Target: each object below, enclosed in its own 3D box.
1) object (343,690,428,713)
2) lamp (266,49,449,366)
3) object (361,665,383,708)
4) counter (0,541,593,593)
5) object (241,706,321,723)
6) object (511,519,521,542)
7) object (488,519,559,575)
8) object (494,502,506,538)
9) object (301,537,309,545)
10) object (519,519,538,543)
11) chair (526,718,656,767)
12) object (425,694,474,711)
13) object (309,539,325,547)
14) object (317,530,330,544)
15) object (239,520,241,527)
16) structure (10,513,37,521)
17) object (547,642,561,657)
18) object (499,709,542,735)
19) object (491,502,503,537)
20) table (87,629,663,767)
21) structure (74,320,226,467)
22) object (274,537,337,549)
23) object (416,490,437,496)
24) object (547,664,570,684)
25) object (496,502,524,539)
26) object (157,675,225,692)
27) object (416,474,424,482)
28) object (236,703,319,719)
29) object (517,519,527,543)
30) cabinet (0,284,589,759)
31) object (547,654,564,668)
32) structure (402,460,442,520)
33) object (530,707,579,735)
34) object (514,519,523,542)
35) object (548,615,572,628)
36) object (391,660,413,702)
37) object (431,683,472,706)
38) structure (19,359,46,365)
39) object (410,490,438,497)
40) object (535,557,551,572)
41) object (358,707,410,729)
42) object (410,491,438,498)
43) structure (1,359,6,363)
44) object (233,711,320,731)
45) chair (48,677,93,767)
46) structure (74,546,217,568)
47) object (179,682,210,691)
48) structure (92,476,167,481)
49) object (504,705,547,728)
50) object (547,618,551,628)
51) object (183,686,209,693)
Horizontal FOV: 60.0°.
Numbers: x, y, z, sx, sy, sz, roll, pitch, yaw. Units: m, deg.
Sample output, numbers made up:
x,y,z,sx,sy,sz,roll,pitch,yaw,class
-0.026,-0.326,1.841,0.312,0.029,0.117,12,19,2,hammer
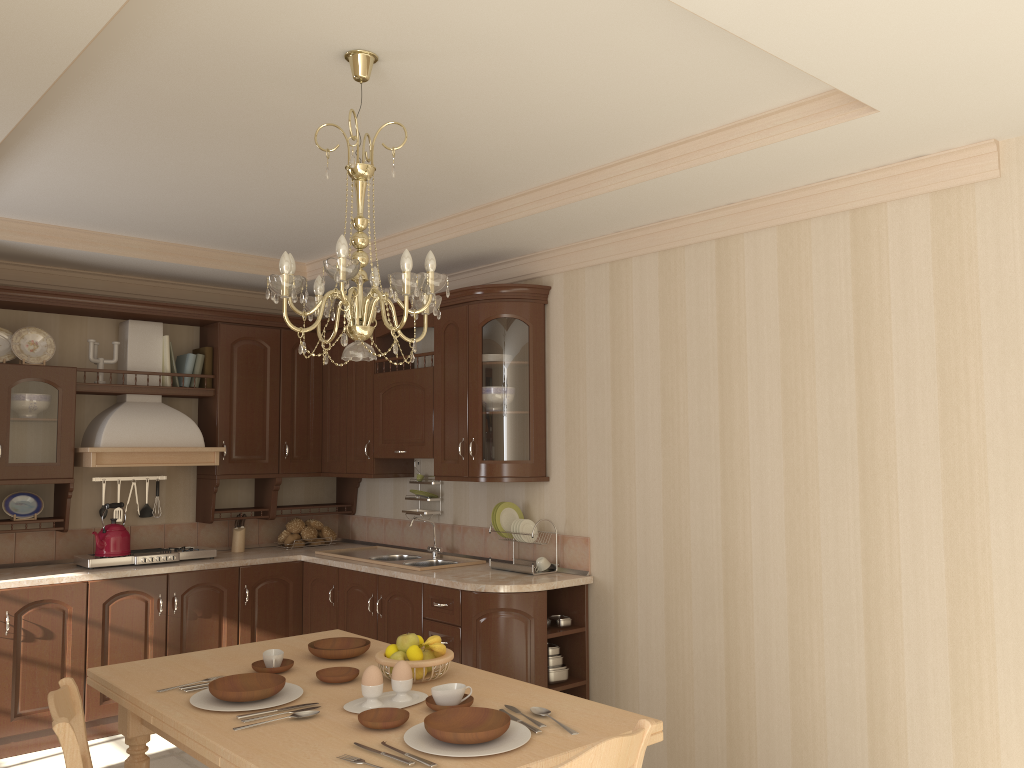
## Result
x,y,z,sx,sy,sz,roll,pitch,yaw,class
-0.337,0.853,2.377,0.245,0.005,0.157,4,-6,-45,object
-0.438,-0.552,2.564,0.502,0.982,0.501,-2,-5,18,lamp
-0.372,0.802,2.361,0.058,0.104,0.058,-2,-5,27,object
-1.381,0.971,4.381,2.603,0.034,2.422,4,-6,-42,counter
-0.589,0.848,2.281,0.216,0.004,0.022,3,-5,-36,object
0.043,0.756,4.583,0.123,0.119,0.034,4,-6,-42,object
0.055,0.822,4.563,0.172,0.275,0.359,3,-6,-41,object
-0.022,0.715,4.662,0.193,0.188,0.047,3,-6,-41,object
-1.338,1.011,5.824,0.098,0.094,0.114,-3,-5,29,object
0.085,0.753,4.535,0.123,0.119,0.034,4,-6,-42,object
0.004,1.181,1.990,0.517,0.846,0.462,-4,-6,41,chair
-0.163,0.838,2.322,0.127,0.026,0.126,-4,-6,39,object
-1.280,1.033,5.802,0.105,0.060,0.103,-4,-6,43,object
-1.263,1.014,5.877,0.125,0.100,0.091,-4,-6,44,object
-1.716,0.911,5.597,0.016,0.158,0.051,-1,-4,11,object
-2.611,0.664,4.743,0.110,0.126,0.080,4,-6,-42,structure
0.178,1.299,4.340,0.084,0.045,0.120,2,-5,-30,object
0.014,0.838,2.207,0.023,0.008,0.221,2,-5,-26,object
-0.034,0.716,4.676,0.193,0.188,0.047,3,-6,-41,object
-0.476,1.252,2.470,0.900,0.774,1.567,4,-6,-42,table
-2.104,0.049,5.122,0.753,0.845,0.455,4,-6,-42,structure
-1.342,1.031,5.778,0.364,0.060,0.199,4,-6,-42,object
-0.525,0.653,5.295,0.167,0.051,0.174,4,-6,-42,object
0.179,1.405,4.332,0.145,0.077,0.208,2,-5,-30,object
-0.010,0.714,4.648,0.193,0.188,0.047,3,-6,-41,object
-0.932,0.874,2.586,0.028,0.004,0.218,-4,-5,38,object
-0.556,0.570,5.390,0.044,0.051,0.049,-2,-5,17,object
-0.609,0.849,2.311,0.221,0.008,0.023,3,-5,-36,object
0.071,0.754,4.551,0.123,0.119,0.034,4,-6,-42,object
-1.615,0.621,4.215,3.226,2.313,2.436,4,-6,-42,cabinet
0.179,1.346,4.337,0.106,0.057,0.152,2,-5,-30,object
-0.544,0.639,5.338,0.131,0.361,0.256,4,-6,-42,structure
0.102,0.836,2.206,0.047,0.011,0.219,2,-5,-25,object
0.057,0.755,4.567,0.123,0.119,0.034,3,-6,-39,object
0.238,1.169,4.369,0.084,0.045,0.120,2,-5,-30,object
-0.299,0.805,2.414,0.058,0.104,0.058,-2,-5,27,object
-0.157,0.822,2.327,0.119,0.055,0.063,2,-5,-28,object
-2.576,-0.159,4.765,0.110,0.126,0.080,4,-6,-42,structure
-0.526,0.656,5.294,0.167,0.051,0.174,4,-6,-42,object
0.159,0.914,4.502,0.073,0.072,0.085,-1,-4,13,object
-0.316,0.829,2.186,0.127,0.026,0.126,-4,-6,39,object
-0.527,0.659,5.293,0.167,0.051,0.174,4,-6,-42,object
-2.763,-0.164,4.673,0.154,0.126,0.080,4,-6,-42,structure
-0.586,0.841,2.217,0.219,0.011,0.047,2,-5,-33,object
-0.932,1.210,2.310,0.517,0.846,0.462,2,-5,-25,chair
-2.040,0.966,4.989,0.710,0.054,0.325,4,-6,-42,structure
-0.866,0.871,2.590,0.212,0.008,0.018,4,-6,-42,object
-2.250,0.558,5.228,0.422,0.020,0.008,4,-6,-42,structure
0.030,0.843,2.257,0.022,0.004,0.216,2,-5,-26,object
0.128,1.167,4.329,0.120,0.045,0.084,-3,-5,34,object
-0.839,0.870,2.563,0.218,0.008,0.022,3,-6,-39,object
